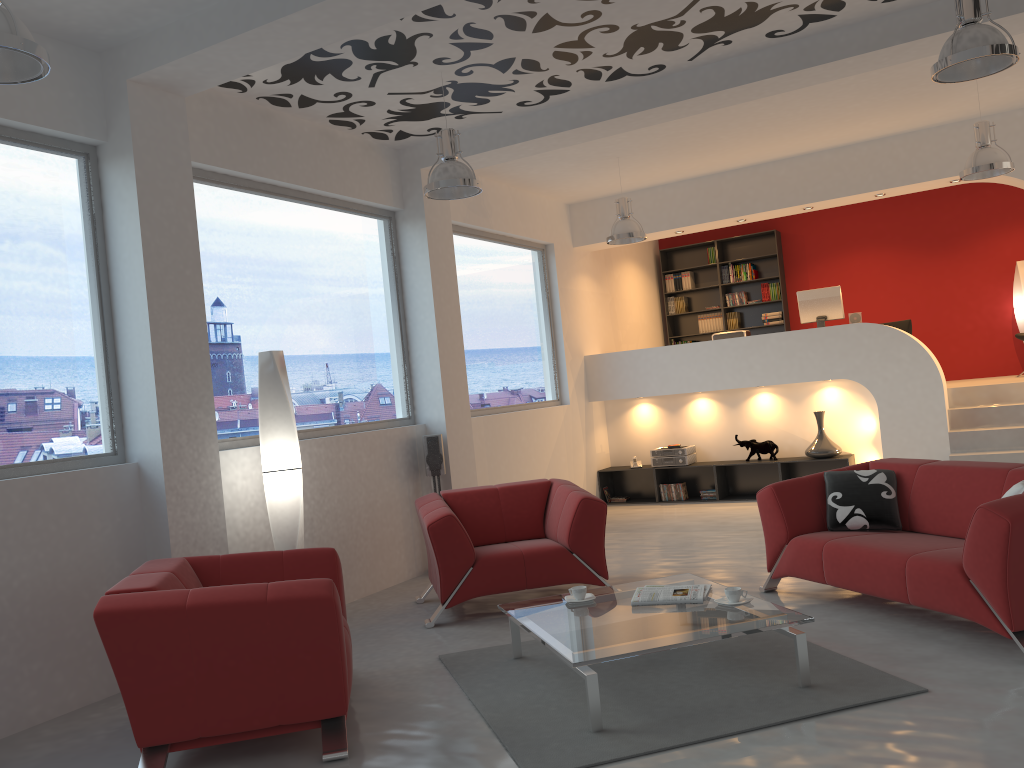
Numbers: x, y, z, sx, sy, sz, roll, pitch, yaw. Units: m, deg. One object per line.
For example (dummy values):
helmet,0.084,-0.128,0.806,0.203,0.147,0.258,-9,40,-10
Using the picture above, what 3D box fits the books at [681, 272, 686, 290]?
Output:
books,2.469,-1.451,12.605,0.040,0.260,0.200,-6,-1,29

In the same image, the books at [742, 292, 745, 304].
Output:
books,3.211,-1.178,12.225,0.031,0.190,0.135,-6,-1,29

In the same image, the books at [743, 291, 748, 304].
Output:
books,3.224,-1.179,12.218,0.031,0.190,0.135,-6,-1,29

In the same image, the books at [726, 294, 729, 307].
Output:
books,3.016,-1.157,12.335,0.031,0.190,0.135,-6,-1,29

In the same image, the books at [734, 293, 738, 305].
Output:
books,3.120,-1.168,12.277,0.031,0.190,0.135,-6,-1,29

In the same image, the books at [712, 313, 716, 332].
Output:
books,2.857,-0.857,12.414,0.040,0.260,0.200,-6,-1,29

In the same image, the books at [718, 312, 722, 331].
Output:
books,2.928,-0.865,12.374,0.040,0.260,0.200,-6,-1,29

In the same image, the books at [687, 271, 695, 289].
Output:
books,2.539,-1.459,12.566,0.040,0.260,0.200,-6,-1,29

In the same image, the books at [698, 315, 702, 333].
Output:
books,2.681,-0.838,12.513,0.040,0.260,0.200,-6,-1,29

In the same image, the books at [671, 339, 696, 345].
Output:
books,2.473,-0.511,12.630,0.341,0.286,0.231,-6,-1,29

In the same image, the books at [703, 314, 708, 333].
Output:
books,2.751,-0.846,12.473,0.040,0.260,0.200,-6,-1,29

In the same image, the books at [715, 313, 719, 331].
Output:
books,2.892,-0.861,12.394,0.040,0.260,0.200,-6,-1,29

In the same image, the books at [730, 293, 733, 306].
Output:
books,3.068,-1.162,12.306,0.031,0.190,0.135,-6,-1,29

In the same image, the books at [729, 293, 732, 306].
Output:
books,3.055,-1.161,12.313,0.031,0.190,0.135,-6,-1,29

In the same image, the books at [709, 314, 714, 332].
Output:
books,2.822,-0.853,12.434,0.040,0.260,0.200,-6,-1,29

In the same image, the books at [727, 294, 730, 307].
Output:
books,3.029,-1.158,12.328,0.031,0.190,0.135,-6,-1,29

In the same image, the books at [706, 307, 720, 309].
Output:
books,2.836,-1.064,12.439,0.190,0.015,0.135,-6,-1,29

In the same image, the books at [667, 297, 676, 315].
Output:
books,2.314,-1.114,12.720,0.090,0.256,0.181,-6,-1,29

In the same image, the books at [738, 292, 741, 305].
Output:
books,3.159,-1.172,12.255,0.031,0.190,0.135,-6,-1,29

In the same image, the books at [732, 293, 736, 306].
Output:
books,3.094,-1.165,12.291,0.031,0.190,0.135,-6,-1,29

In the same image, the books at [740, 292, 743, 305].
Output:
books,3.185,-1.175,12.240,0.031,0.190,0.135,-6,-1,29

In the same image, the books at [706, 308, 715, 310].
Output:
books,2.831,-1.049,12.443,0.190,0.015,0.135,-6,-1,29

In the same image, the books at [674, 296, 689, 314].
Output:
books,2.419,-1.117,12.660,0.146,0.240,0.170,-6,-1,29

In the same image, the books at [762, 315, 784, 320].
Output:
books,3.538,-0.901,12.013,0.260,0.040,0.200,-6,-1,29

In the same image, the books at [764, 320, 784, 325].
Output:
books,3.568,-0.823,12.005,0.260,0.040,0.200,-6,-1,31

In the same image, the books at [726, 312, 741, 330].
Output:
books,3.078,-0.871,12.303,0.146,0.240,0.170,-6,-1,29

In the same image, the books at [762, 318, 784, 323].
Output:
books,3.547,-0.861,12.011,0.260,0.040,0.200,-6,-1,29

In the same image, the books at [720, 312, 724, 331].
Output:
books,2.963,-0.869,12.355,0.040,0.260,0.200,-6,-1,29

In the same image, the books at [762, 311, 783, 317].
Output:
books,3.539,-0.941,12.001,0.260,0.040,0.200,-6,-1,29

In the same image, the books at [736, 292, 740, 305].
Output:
books,3.146,-1.171,12.262,0.031,0.190,0.135,-6,-1,29

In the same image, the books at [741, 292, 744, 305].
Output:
books,3.198,-1.176,12.233,0.031,0.190,0.135,-6,-1,29

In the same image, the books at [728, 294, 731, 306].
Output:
books,3.042,-1.159,12.321,0.031,0.190,0.135,-6,-1,29

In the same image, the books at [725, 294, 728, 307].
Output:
books,3.003,-1.155,12.343,0.031,0.190,0.135,-6,-1,29

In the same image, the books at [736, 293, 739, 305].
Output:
books,3.133,-1.169,12.269,0.031,0.190,0.135,-6,-1,29

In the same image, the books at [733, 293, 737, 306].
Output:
books,3.107,-1.166,12.284,0.031,0.190,0.135,-6,-1,29

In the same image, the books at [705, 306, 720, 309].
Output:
books,2.819,-1.077,12.449,0.190,0.015,0.135,-6,-1,29

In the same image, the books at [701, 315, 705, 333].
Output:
books,2.716,-0.842,12.493,0.040,0.260,0.200,-6,-1,29

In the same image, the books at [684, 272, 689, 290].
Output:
books,2.504,-1.455,12.586,0.040,0.260,0.200,-6,-1,29

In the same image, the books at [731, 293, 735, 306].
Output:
books,3.081,-1.164,12.299,0.031,0.190,0.135,-6,-1,29

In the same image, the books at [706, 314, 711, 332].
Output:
books,2.786,-0.850,12.454,0.040,0.260,0.200,-6,-1,29

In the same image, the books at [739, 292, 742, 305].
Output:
books,3.172,-1.173,12.247,0.031,0.190,0.135,-6,-1,29
